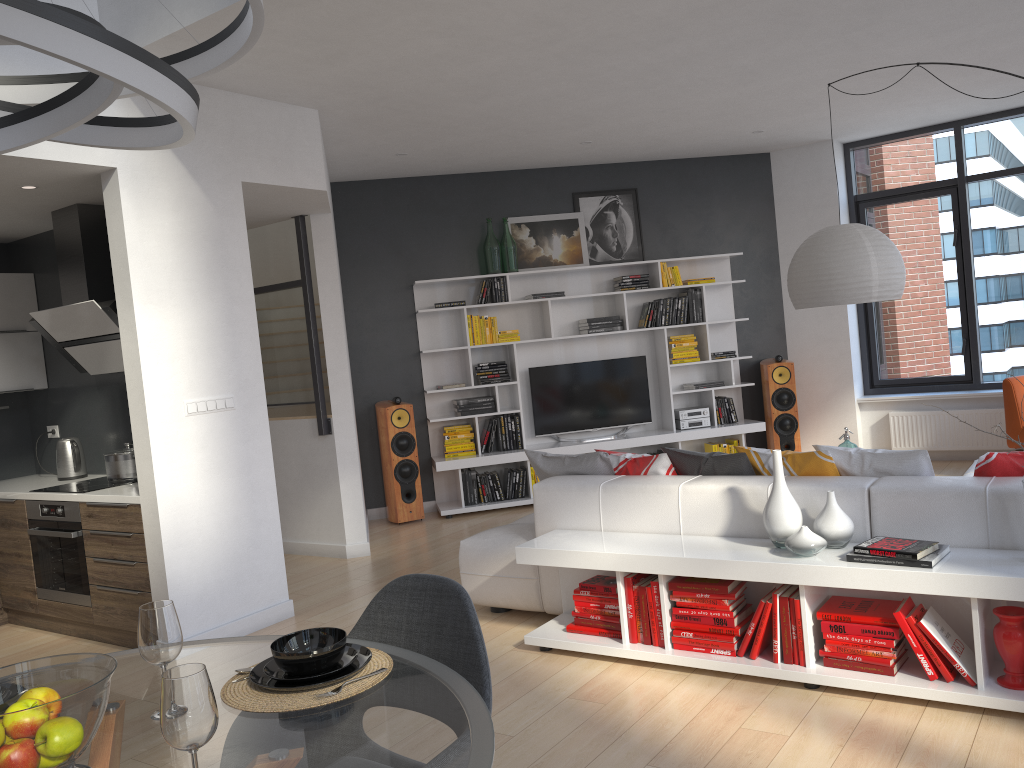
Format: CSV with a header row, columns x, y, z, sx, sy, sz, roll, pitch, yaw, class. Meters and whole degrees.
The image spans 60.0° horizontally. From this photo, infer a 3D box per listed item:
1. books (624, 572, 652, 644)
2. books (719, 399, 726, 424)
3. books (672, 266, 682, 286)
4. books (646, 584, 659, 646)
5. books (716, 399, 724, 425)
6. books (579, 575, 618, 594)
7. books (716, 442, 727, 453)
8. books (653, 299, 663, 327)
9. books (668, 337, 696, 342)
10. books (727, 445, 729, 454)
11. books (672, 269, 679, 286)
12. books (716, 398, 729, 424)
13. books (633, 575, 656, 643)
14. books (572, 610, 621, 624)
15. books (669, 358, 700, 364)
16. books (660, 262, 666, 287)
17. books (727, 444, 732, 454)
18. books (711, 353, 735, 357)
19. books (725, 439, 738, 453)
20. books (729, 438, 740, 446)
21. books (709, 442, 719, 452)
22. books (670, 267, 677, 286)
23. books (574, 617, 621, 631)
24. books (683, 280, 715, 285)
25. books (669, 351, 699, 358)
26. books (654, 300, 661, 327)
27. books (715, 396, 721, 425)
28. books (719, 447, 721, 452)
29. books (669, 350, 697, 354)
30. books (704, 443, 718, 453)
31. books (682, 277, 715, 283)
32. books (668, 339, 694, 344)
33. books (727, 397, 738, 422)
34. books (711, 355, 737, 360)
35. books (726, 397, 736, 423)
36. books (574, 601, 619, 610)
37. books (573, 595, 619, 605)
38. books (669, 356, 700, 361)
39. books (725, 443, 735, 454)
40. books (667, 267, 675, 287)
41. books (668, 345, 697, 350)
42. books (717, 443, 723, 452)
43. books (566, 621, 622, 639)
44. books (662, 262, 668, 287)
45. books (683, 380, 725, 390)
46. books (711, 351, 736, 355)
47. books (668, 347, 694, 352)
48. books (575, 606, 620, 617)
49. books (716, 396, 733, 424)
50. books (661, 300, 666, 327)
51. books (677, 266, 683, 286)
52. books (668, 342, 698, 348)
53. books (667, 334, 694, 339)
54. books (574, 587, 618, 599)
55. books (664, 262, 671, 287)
x,y,z,sx,sy,sz,roll,pitch,yaw,class
0.572,0.981,3.954,0.036,0.294,0.208,-4,3,35,books
1.924,0.254,8.234,0.049,0.236,0.170,-6,3,-9,books
1.490,-0.981,8.094,0.064,0.184,0.141,-6,3,-9,books
0.657,0.991,3.888,0.042,0.259,0.195,-4,3,35,books
1.899,0.256,8.237,0.053,0.240,0.189,-6,3,-9,books
0.437,0.924,4.091,0.206,0.029,0.152,-4,3,41,books
1.935,0.669,8.175,0.035,0.250,0.185,-6,3,-10,books
1.331,-0.648,8.122,0.075,0.254,0.192,-6,3,-11,books
1.569,-0.415,8.203,0.223,0.023,0.163,-6,3,-6,books
1.964,0.672,8.183,0.023,0.239,0.169,-6,3,-10,books
1.471,-0.965,8.076,0.046,0.161,0.108,-6,3,-11,books
1.946,0.248,8.231,0.050,0.242,0.169,-6,3,-10,books
0.603,0.996,3.937,0.031,0.255,0.181,-4,3,35,books
0.437,1.054,4.105,0.266,0.026,0.187,-4,3,41,books
1.583,-0.213,8.189,0.257,0.028,0.194,-6,3,-5,books
1.345,-0.987,8.067,0.041,0.229,0.161,-6,3,-11,books
1.988,0.672,8.183,0.024,0.234,0.172,-6,3,-10,books
1.946,-0.267,8.211,0.198,0.015,0.142,-6,3,-11,books
2.039,0.648,8.201,0.029,0.270,0.204,-6,3,-10,books
2.063,0.645,8.214,0.025,0.270,0.213,-6,3,-10,books
1.868,0.672,8.169,0.015,0.263,0.199,-6,3,-10,books
1.450,-0.973,8.084,0.044,0.178,0.128,-6,3,-10,books
0.453,1.082,4.107,0.259,0.034,0.206,-4,3,38,books
1.720,-0.929,8.177,0.257,0.028,0.194,-6,3,-5,books
1.573,-0.271,8.199,0.243,0.042,0.189,-6,3,-10,books
1.313,-0.637,8.092,0.069,0.242,0.172,-6,3,-9,books
1.865,0.244,8.235,0.053,0.268,0.202,-6,3,-10,books
1.892,0.687,8.152,0.024,0.229,0.156,-6,3,-10,books
1.565,-0.300,8.211,0.251,0.014,0.189,-6,3,-7,books
1.839,0.677,8.162,0.044,0.255,0.198,-6,3,-10,books
1.713,-0.954,8.184,0.257,0.024,0.203,-6,3,-7,books
1.563,-0.391,8.206,0.227,0.022,0.160,-6,3,6,books
2.031,0.242,8.281,0.077,0.233,0.179,-6,3,-10,books
1.949,-0.248,8.209,0.213,0.023,0.161,-6,3,-6,books
2.003,0.243,8.244,0.066,0.242,0.177,-6,3,-10,books
0.451,1.001,4.118,0.261,0.028,0.191,-4,3,35,books
0.441,0.975,4.101,0.269,0.028,0.179,-4,3,37,books
1.576,-0.238,8.196,0.257,0.024,0.203,-6,3,-7,books
2.013,0.669,8.191,0.024,0.234,0.172,-6,3,-10,books
1.429,-0.972,8.088,0.054,0.180,0.132,-6,3,-10,books
1.564,-0.337,8.208,0.239,0.019,0.171,-6,3,-10,books
1.908,0.672,8.173,0.019,0.251,0.180,-6,3,-10,books
0.438,1.117,4.112,0.301,0.032,0.227,-4,3,35,books
1.364,-0.988,8.090,0.041,0.224,0.163,-6,3,-11,books
1.777,0.009,8.233,0.310,0.047,0.250,-6,3,-14,books
1.943,-0.287,8.225,0.213,0.023,0.161,-6,3,-6,books
1.558,-0.315,8.189,0.217,0.023,0.145,-6,3,-6,books
0.447,1.028,4.103,0.257,0.025,0.182,-4,3,35,books
1.972,0.240,8.246,0.066,0.255,0.193,-6,3,-10,books
1.359,-0.644,8.121,0.068,0.243,0.179,-6,3,-11,books
1.512,-0.984,8.106,0.044,0.184,0.142,-6,3,-9,books
1.572,-0.364,8.206,0.239,0.033,0.176,-6,3,-7,books
1.553,-0.438,8.222,0.223,0.023,0.163,-6,3,-6,books
0.439,0.949,4.104,0.254,0.025,0.178,-4,3,35,books
1.392,-0.991,8.103,0.054,0.224,0.164,-6,3,-11,books
